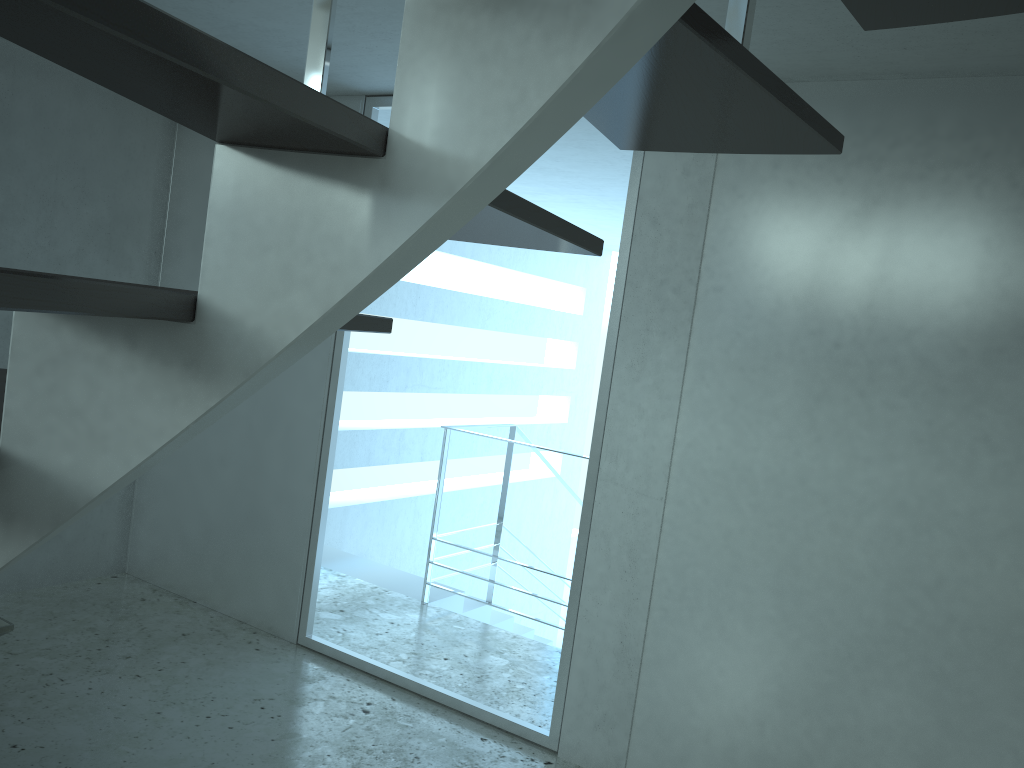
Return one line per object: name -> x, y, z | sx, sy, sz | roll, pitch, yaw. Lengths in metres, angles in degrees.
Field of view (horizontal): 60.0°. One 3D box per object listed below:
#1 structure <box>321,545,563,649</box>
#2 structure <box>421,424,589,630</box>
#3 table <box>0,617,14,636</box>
structure -> 0.183, 2.851, 9.543 | 2.580, 3.225, 7.667 | 10, 4, 31
structure -> 1.142, 1.884, 6.895 | 1.606, 2.960, 4.222 | 10, 4, 31
table -> -2.442, 0.946, 1.925 | 1.000, 0.720, 2.100 | 10, 4, 31
